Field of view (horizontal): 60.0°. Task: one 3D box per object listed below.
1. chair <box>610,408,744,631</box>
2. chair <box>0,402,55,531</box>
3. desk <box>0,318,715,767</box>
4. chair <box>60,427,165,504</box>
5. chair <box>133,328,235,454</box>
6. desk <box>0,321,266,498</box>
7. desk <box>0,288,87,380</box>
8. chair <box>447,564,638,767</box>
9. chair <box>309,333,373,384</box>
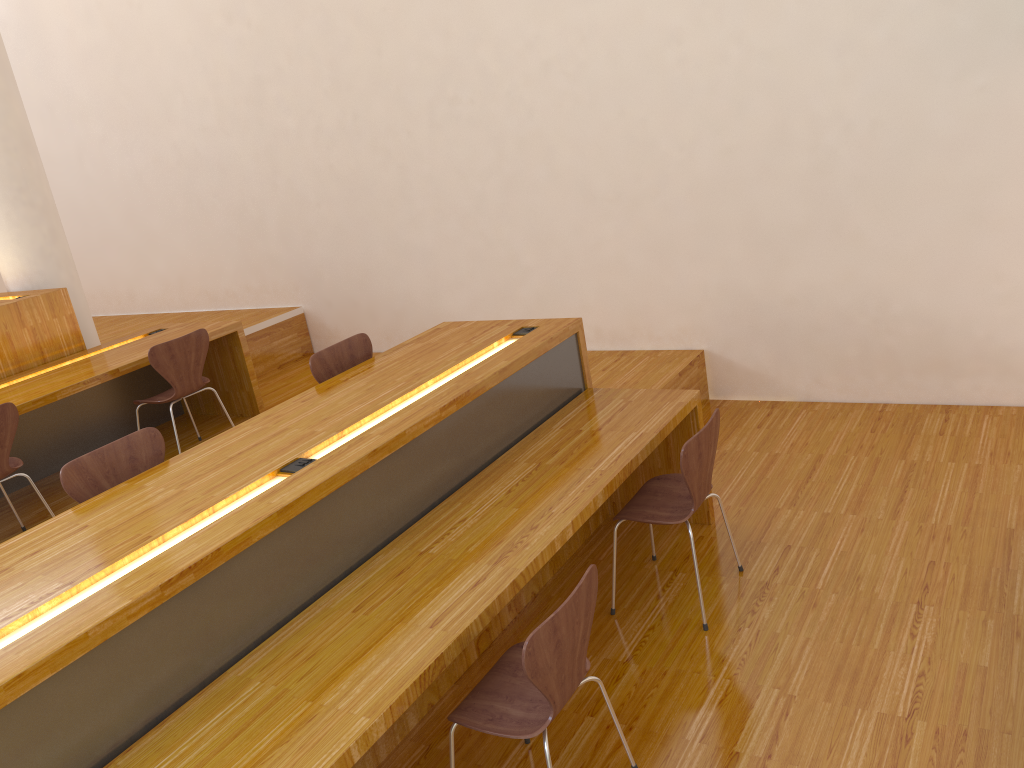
[{"bbox_3d":[0.573,0.464,3.268,0.381,0.693,0.428,1,20,32],"label":"chair"},{"bbox_3d":[-2.376,0.456,3.945,0.381,0.693,0.428,1,20,32],"label":"chair"},{"bbox_3d":[-0.531,0.686,2.826,1.285,0.918,3.236,1,20,32],"label":"desk"},{"bbox_3d":[-1.150,0.532,2.987,0.381,0.693,0.428,1,20,32],"label":"chair"},{"bbox_3d":[-1.841,0.076,4.852,0.381,0.693,0.428,1,20,32],"label":"chair"},{"bbox_3d":[-2.699,0.441,4.347,0.760,0.606,3.185,1,20,32],"label":"desk"},{"bbox_3d":[-4.100,-0.173,5.846,3.185,0.606,0.760,1,20,32],"label":"desk"},{"bbox_3d":[0.038,0.845,2.361,0.381,0.693,0.428,1,20,32],"label":"chair"},{"bbox_3d":[-0.551,0.152,3.853,0.381,0.693,0.428,1,20,32],"label":"chair"}]
